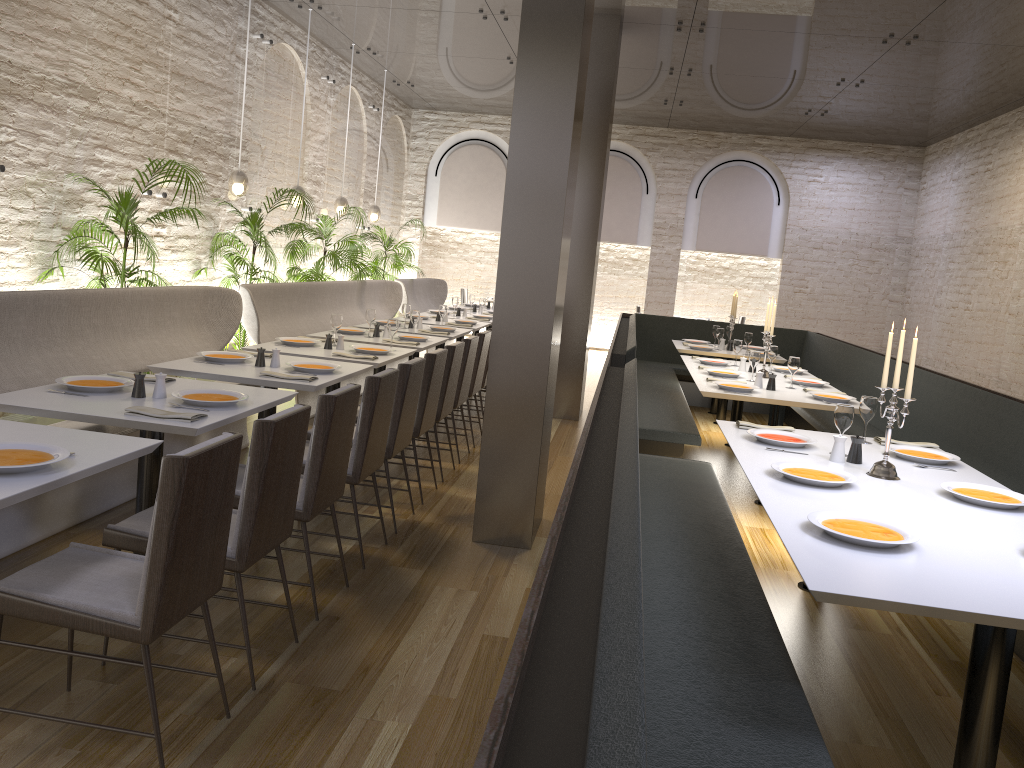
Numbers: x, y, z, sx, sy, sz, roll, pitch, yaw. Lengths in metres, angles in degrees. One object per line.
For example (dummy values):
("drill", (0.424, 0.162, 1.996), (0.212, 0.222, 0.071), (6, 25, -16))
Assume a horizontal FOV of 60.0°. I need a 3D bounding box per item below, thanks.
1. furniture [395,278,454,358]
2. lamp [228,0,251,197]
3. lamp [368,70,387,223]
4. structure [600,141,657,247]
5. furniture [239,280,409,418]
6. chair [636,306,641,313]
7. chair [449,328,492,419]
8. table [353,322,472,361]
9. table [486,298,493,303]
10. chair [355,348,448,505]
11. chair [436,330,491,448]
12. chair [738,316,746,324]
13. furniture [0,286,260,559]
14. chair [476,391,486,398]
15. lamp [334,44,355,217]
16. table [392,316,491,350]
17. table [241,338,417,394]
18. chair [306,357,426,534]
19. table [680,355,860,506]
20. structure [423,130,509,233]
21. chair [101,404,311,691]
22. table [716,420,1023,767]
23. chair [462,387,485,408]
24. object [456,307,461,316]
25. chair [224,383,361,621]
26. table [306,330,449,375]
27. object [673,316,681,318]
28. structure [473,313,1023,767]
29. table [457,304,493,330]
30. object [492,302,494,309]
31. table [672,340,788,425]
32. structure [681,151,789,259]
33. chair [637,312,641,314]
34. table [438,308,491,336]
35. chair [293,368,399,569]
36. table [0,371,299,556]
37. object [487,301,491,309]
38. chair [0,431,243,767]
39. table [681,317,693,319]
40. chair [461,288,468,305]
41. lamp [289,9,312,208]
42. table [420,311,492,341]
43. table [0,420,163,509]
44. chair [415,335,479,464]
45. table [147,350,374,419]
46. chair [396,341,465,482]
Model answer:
("furniture", (-1.130, -0.928, 12.674), (0.707, 1.092, 2.595), (6, 8, 7))
("lamp", (-2.364, -2.681, 7.847), (0.178, 2.032, 0.178), (9, 6, 28))
("lamp", (-1.791, -3.208, 12.000), (0.177, 2.032, 0.178), (4, 6, -14))
("structure", (1.584, -3.197, 14.750), (1.634, 1.668, 0.098), (6, 6, 7))
("furniture", (-1.632, -0.468, 9.045), (0.709, 1.092, 4.494), (6, 8, 7))
("chair", (2.411, -0.894, 15.545), (0.566, 0.902, 0.413), (6, 6, 7))
("chair", (-0.425, -0.070, 7.717), (0.566, 0.902, 0.413), (6, 6, 7))
("table", (-0.960, -0.165, 8.552), (0.936, 0.757, 1.015), (6, 7, 7))
("table", (-0.018, -1.099, 15.870), (0.936, 0.757, 1.015), (6, 7, 7))
("chair", (-0.737, 0.217, 5.459), (0.566, 0.902, 0.413), (6, 6, 7))
("chair", (-0.502, 0.001, 7.163), (0.566, 0.902, 0.413), (6, 6, 7))
("chair", (3.704, -0.747, 15.379), (0.566, 0.902, 0.413), (6, 6, 7))
("furniture", (-2.264, 0.113, 4.465), (0.709, 1.092, 4.494), (6, 8, 7))
("chair", (-0.268, -0.214, 8.857), (0.566, 0.902, 0.413), (6, 6, 7))
("lamp", (-1.980, -3.034, 10.630), (0.177, 2.032, 0.178), (4, 6, -14))
("table", (-0.801, -0.311, 9.708), (0.936, 0.757, 1.015), (6, 7, 7))
("table", (-1.277, 0.126, 6.257), (0.936, 0.757, 1.015), (6, 7, 7))
("chair", (-0.818, 0.291, 4.872), (0.566, 0.902, 0.413), (6, 6, 7))
("table", (1.913, 0.323, 7.039), (1.101, 0.756, 2.549), (6, 8, 7))
("structure", (-0.645, -3.451, 15.037), (1.634, 1.668, 0.098), (6, 6, 7))
("chair", (-1.060, 0.514, 3.118), (0.566, 0.902, 0.413), (6, 6, 7))
("table", (1.411, 0.784, 3.401), (1.101, 0.756, 2.549), (6, 8, 7))
("chair", (-0.349, -0.140, 8.273), (0.566, 0.902, 0.413), (6, 6, 7))
("object", (-0.644, -0.875, 10.706), (0.059, 0.109, 0.059), (11, 8, 42))
("chair", (-0.979, 0.439, 3.705), (0.566, 0.902, 0.413), (6, 6, 7))
("table", (-1.118, -0.019, 7.405), (0.936, 0.757, 1.015), (6, 7, 7))
("object", (2.809, -1.171, 15.471), (0.323, 0.036, 0.321), (13, 11, 42))
("structure", (1.729, 0.403, 5.470), (2.373, 0.996, 10.791), (6, 8, 7))
("table", (-0.343, -0.732, 13.027), (0.936, 0.757, 1.015), (6, 7, 7))
("object", (-0.263, -1.153, 12.957), (0.059, 0.109, 0.059), (11, 8, 42))
("table", (2.261, 0.003, 9.563), (1.101, 0.757, 1.193), (6, 7, 7))
("structure", (3.674, -2.959, 14.481), (1.634, 1.668, 0.098), (6, 6, 7))
("chair", (2.044, -0.557, 12.889), (0.566, 0.902, 0.413), (6, 6, 7))
("table", (-0.498, -0.589, 11.901), (0.936, 0.757, 1.015), (6, 7, 7))
("chair", (-0.895, 0.362, 4.314), (0.566, 0.902, 0.413), (6, 6, 7))
("table", (-1.602, 0.425, 3.903), (0.936, 0.757, 1.015), (6, 7, 7))
("object", (-0.338, -1.156, 12.920), (0.059, 0.109, 0.059), (11, 8, 42))
("chair", (-1.137, 0.584, 2.560), (0.566, 0.902, 0.413), (6, 6, 7))
("table", (3.040, -0.751, 15.476), (0.936, 0.757, 1.015), (6, 7, 7))
("chair", (-0.662, -1.244, 15.941), (0.566, 0.902, 0.413), (6, 6, 7))
("lamp", (-2.172, -2.857, 9.232), (0.177, 2.032, 0.178), (5, 6, -8))
("table", (-0.648, -0.451, 10.812), (0.936, 0.757, 1.015), (6, 7, 7))
("table", (-1.772, 0.581, 2.668), (0.936, 0.757, 1.015), (6, 7, 7))
("chair", (-0.583, 0.075, 6.576), (0.566, 0.902, 0.413), (6, 6, 7))
("table", (-1.431, 0.268, 5.138), (0.936, 0.757, 1.015), (6, 7, 7))
("chair", (-0.660, 0.146, 6.018), (0.566, 0.902, 0.413), (6, 6, 7))
